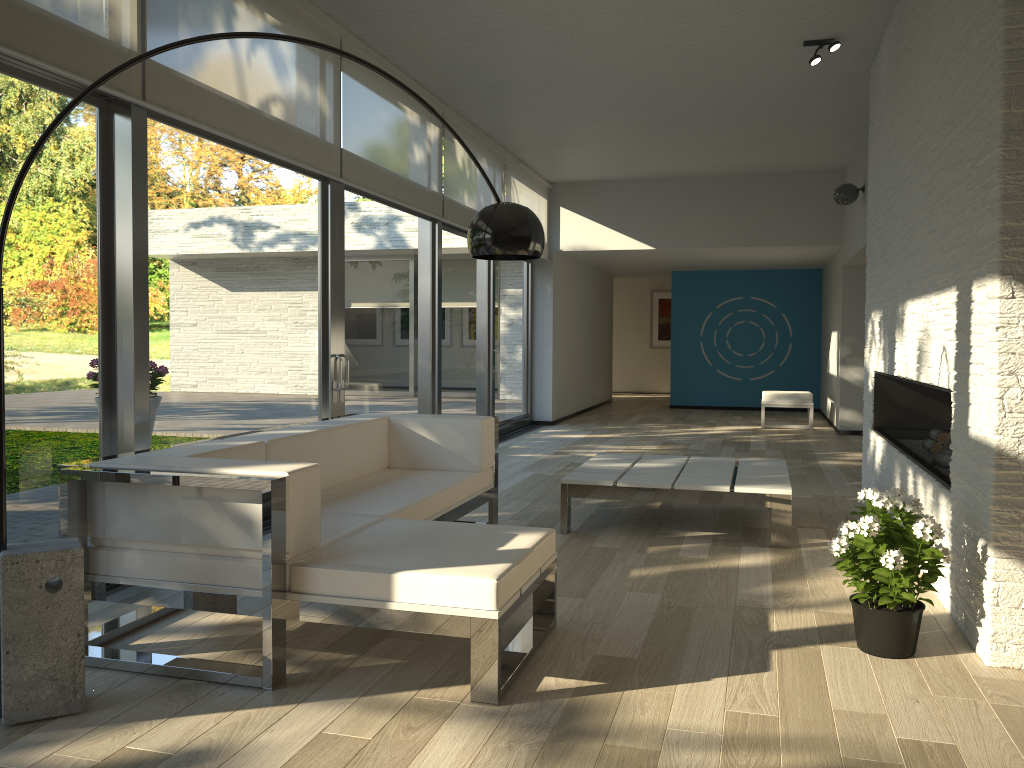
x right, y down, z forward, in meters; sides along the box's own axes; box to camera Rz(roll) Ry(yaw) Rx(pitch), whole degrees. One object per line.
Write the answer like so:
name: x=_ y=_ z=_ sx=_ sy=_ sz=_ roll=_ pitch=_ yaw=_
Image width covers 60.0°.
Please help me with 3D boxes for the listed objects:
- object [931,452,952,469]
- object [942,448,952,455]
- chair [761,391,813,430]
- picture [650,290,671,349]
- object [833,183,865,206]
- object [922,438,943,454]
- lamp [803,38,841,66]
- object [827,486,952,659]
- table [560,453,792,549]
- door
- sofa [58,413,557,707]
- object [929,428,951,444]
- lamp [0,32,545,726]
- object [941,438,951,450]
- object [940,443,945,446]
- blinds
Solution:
object: x=2.258 y=0.402 z=4.553 sx=0.075 sy=0.074 sz=0.246 roll=0 pitch=3 yaw=-6
object: x=2.345 y=0.394 z=4.727 sx=0.075 sy=0.074 sz=0.246 roll=1 pitch=3 yaw=14
chair: x=3.480 y=0.323 z=11.241 sx=0.611 sy=0.442 sz=0.610 roll=1 pitch=3 yaw=16
picture: x=3.475 y=-1.299 z=17.897 sx=1.378 sy=1.190 sz=0.017 roll=1 pitch=2 yaw=16
object: x=3.129 y=-1.748 z=8.169 sx=0.315 sy=0.203 sz=0.201 roll=1 pitch=2 yaw=16
object: x=2.491 y=0.370 z=5.244 sx=0.075 sy=0.074 sz=0.246 roll=1 pitch=3 yaw=14
lamp: x=2.040 y=-2.183 z=5.835 sx=0.234 sy=0.153 sz=0.135 roll=1 pitch=2 yaw=16
object: x=1.309 y=0.645 z=3.079 sx=0.405 sy=0.571 sz=0.431 roll=2 pitch=3 yaw=38
table: x=1.021 y=0.661 z=5.330 sx=1.220 sy=0.305 sz=1.221 roll=1 pitch=3 yaw=16
door: x=0.186 y=-0.301 z=7.225 sx=19.441 sy=2.372 sz=22.958 roll=1 pitch=3 yaw=16
sofa: x=-0.482 y=0.551 z=3.857 sx=1.545 sy=0.654 sz=2.405 roll=1 pitch=3 yaw=16
object: x=2.528 y=0.307 z=5.229 sx=0.082 sy=0.073 sz=0.237 roll=1 pitch=3 yaw=15
lamp: x=-0.650 y=-0.094 z=2.851 sx=1.754 sy=2.023 sz=0.283 roll=-1 pitch=2 yaw=-32
object: x=2.408 y=0.342 z=4.812 sx=0.093 sy=0.170 sz=0.272 roll=1 pitch=3 yaw=14
object: x=2.558 y=0.372 z=5.212 sx=0.076 sy=0.076 sz=0.236 roll=1 pitch=3 yaw=14
blinds: x=-1.089 y=-1.771 z=5.614 sx=0.056 sy=0.983 sz=11.534 roll=1 pitch=3 yaw=16
